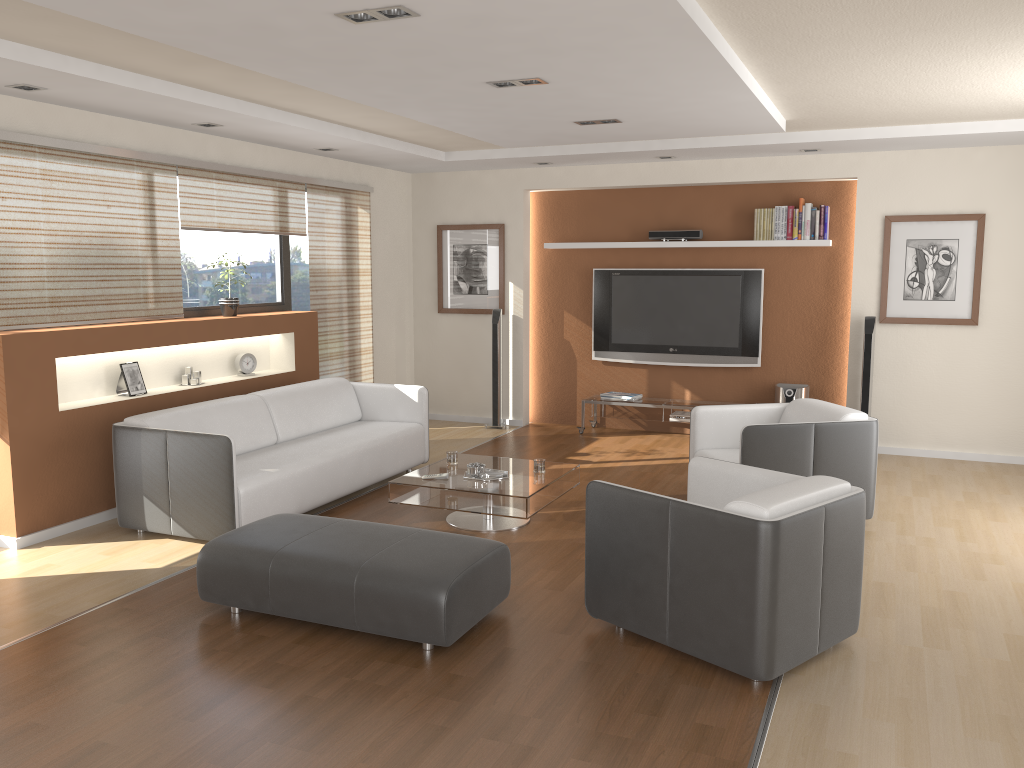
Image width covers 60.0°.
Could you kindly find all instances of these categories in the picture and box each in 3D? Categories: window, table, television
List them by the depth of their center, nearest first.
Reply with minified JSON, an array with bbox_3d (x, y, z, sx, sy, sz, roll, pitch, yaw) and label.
[{"bbox_3d":[-0.149,0.701,5.544,0.900,0.300,0.900,3,8,23],"label":"table"},{"bbox_3d":[-2.536,-0.999,6.228,0.010,0.986,2.817,3,8,23],"label":"window"},{"bbox_3d":[-1.766,-0.661,8.078,0.010,2.162,0.889,3,8,23],"label":"window"},{"bbox_3d":[1.526,-0.625,8.304,1.594,0.900,0.097,3,8,23],"label":"television"}]

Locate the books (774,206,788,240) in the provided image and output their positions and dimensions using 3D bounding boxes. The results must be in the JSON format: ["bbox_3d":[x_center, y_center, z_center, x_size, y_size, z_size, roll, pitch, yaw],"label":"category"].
[{"bbox_3d":[2.369,-1.408,7.790,0.104,0.295,0.146,3,8,23],"label":"books"}]

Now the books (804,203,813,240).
[{"bbox_3d":[2.570,-1.405,7.693,0.050,0.313,0.179,3,8,23],"label":"books"}]

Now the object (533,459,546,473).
[{"bbox_3d":[0.171,0.512,5.542,0.079,0.077,0.079,2,8,12],"label":"object"}]

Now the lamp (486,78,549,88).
[{"bbox_3d":[0.028,-1.588,4.553,0.291,0.087,0.146,3,8,23],"label":"lamp"}]

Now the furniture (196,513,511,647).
[{"bbox_3d":[-0.717,0.845,4.067,1.291,0.301,0.685,3,8,23],"label":"furniture"}]

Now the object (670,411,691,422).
[{"bbox_3d":[1.689,0.304,8.117,0.435,0.052,0.274,3,8,23],"label":"object"}]

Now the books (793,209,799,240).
[{"bbox_3d":[2.481,-1.386,7.730,0.041,0.266,0.186,3,8,23],"label":"books"}]

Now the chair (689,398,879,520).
[{"bbox_3d":[1.704,0.485,5.632,0.919,0.706,0.767,-2,8,-12],"label":"chair"}]

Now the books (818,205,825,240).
[{"bbox_3d":[2.677,-1.390,7.654,0.041,0.293,0.169,3,8,23],"label":"books"}]

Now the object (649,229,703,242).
[{"bbox_3d":[1.506,-1.363,8.159,0.470,0.109,0.182,3,8,23],"label":"object"}]

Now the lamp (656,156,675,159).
[{"bbox_3d":[1.328,-1.997,7.655,0.146,0.087,0.146,3,8,23],"label":"lamp"}]

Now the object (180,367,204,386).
[{"bbox_3d":[-2.307,-0.062,6.385,0.141,0.131,0.141,0,8,1],"label":"object"}]

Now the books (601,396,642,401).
[{"bbox_3d":[1.034,0.125,8.394,0.326,0.017,0.228,4,8,26],"label":"books"}]

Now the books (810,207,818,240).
[{"bbox_3d":[2.616,-1.386,7.688,0.041,0.278,0.157,3,8,23],"label":"books"}]

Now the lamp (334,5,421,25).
[{"bbox_3d":[-0.505,-1.426,3.324,0.291,0.087,0.146,3,8,23],"label":"lamp"}]

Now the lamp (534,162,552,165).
[{"bbox_3d":[0.285,-2.055,8.100,0.146,0.087,0.146,3,8,23],"label":"lamp"}]

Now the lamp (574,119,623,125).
[{"bbox_3d":[0.562,-1.750,5.783,0.291,0.087,0.146,3,8,23],"label":"lamp"}]

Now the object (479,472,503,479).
[{"bbox_3d":[-0.123,0.552,5.383,0.147,0.035,0.051,-4,8,-25],"label":"object"}]

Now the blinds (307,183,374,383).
[{"bbox_3d":[-1.516,-0.654,7.968,0.001,2.200,0.980,3,8,23],"label":"blinds"}]

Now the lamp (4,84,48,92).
[{"bbox_3d":[-2.562,-1.604,4.673,0.146,0.087,0.146,3,8,23],"label":"lamp"}]

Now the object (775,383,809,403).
[{"bbox_3d":[2.465,0.276,7.854,0.286,0.518,0.323,3,8,23],"label":"object"}]

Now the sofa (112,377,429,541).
[{"bbox_3d":[-1.503,0.408,6.041,0.919,0.661,2.238,3,8,23],"label":"sofa"}]

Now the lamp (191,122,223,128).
[{"bbox_3d":[-2.028,-1.766,5.902,0.146,0.087,0.146,3,8,23],"label":"lamp"}]

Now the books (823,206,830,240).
[{"bbox_3d":[2.710,-1.384,7.641,0.029,0.286,0.169,3,8,23],"label":"books"}]

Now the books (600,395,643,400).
[{"bbox_3d":[1.034,0.113,8.392,0.326,0.017,0.228,6,10,40],"label":"books"}]

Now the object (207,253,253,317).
[{"bbox_3d":[-2.096,-0.745,6.658,0.342,0.477,0.268,2,8,13],"label":"object"}]

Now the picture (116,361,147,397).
[{"bbox_3d":[-2.512,-0.034,5.846,0.133,0.216,0.159,2,8,18],"label":"picture"}]

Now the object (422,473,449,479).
[{"bbox_3d":[-0.465,0.559,5.370,0.158,0.029,0.064,1,8,4],"label":"object"}]

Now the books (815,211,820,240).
[{"bbox_3d":[2.646,-1.369,7.671,0.028,0.248,0.169,3,8,23],"label":"books"}]

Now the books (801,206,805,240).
[{"bbox_3d":[2.540,-1.398,7.714,0.022,0.293,0.167,3,8,23],"label":"books"}]

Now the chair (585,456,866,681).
[{"bbox_3d":[0.905,0.704,3.795,0.767,0.661,0.919,-7,10,-41],"label":"chair"}]

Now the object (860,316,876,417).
[{"bbox_3d":[2.949,0.024,7.372,0.228,1.165,0.215,4,9,28],"label":"object"}]

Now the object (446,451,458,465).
[{"bbox_3d":[-0.390,0.481,5.774,0.079,0.077,0.079,2,8,12],"label":"object"}]

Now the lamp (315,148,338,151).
[{"bbox_3d":[-1.495,-1.928,7.132,0.146,0.087,0.146,3,8,23],"label":"lamp"}]

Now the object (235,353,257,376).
[{"bbox_3d":[-2.075,-0.154,6.912,0.096,0.176,0.160,6,10,38],"label":"object"}]

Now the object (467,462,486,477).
[{"bbox_3d":[-0.219,0.522,5.440,0.118,0.079,0.117,4,9,30],"label":"object"}]

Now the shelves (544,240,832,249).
[{"bbox_3d":[1.548,-1.283,8.155,2.612,0.050,0.200,3,8,23],"label":"shelves"}]

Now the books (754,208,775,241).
[{"bbox_3d":[2.242,-1.405,7.842,0.167,0.275,0.195,3,8,23],"label":"books"}]

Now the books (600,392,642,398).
[{"bbox_3d":[1.034,0.101,8.391,0.326,0.017,0.228,5,9,34],"label":"books"}]

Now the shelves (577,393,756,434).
[{"bbox_3d":[1.423,0.323,8.263,1.617,0.340,0.444,3,8,23],"label":"shelves"}]

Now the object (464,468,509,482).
[{"bbox_3d":[-0.157,0.558,5.444,0.315,0.011,0.273,4,9,30],"label":"object"}]

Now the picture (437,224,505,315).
[{"bbox_3d":[-0.414,-1.141,8.840,0.734,0.884,0.025,3,8,23],"label":"picture"}]

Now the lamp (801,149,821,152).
[{"bbox_3d":[2.425,-1.935,7.187,0.146,0.087,0.146,3,8,23],"label":"lamp"}]

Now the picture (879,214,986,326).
[{"bbox_3d":[3.407,-0.927,7.211,0.734,0.884,0.025,3,8,23],"label":"picture"}]

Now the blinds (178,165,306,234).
[{"bbox_3d":[-2.001,-1.378,6.735,0.001,0.441,1.432,3,8,23],"label":"blinds"}]

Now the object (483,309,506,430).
[{"bbox_3d":[-0.142,-0.149,8.690,0.228,1.165,0.215,2,8,18],"label":"object"}]

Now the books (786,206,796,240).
[{"bbox_3d":[2.441,-1.403,7.755,0.053,0.293,0.169,3,8,23],"label":"books"}]

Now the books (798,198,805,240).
[{"bbox_3d":[2.516,-1.431,7.719,0.028,0.358,0.169,3,8,23],"label":"books"}]

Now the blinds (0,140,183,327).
[{"bbox_3d":[-2.572,-0.906,5.459,0.001,1.044,1.432,3,8,23],"label":"blinds"}]
